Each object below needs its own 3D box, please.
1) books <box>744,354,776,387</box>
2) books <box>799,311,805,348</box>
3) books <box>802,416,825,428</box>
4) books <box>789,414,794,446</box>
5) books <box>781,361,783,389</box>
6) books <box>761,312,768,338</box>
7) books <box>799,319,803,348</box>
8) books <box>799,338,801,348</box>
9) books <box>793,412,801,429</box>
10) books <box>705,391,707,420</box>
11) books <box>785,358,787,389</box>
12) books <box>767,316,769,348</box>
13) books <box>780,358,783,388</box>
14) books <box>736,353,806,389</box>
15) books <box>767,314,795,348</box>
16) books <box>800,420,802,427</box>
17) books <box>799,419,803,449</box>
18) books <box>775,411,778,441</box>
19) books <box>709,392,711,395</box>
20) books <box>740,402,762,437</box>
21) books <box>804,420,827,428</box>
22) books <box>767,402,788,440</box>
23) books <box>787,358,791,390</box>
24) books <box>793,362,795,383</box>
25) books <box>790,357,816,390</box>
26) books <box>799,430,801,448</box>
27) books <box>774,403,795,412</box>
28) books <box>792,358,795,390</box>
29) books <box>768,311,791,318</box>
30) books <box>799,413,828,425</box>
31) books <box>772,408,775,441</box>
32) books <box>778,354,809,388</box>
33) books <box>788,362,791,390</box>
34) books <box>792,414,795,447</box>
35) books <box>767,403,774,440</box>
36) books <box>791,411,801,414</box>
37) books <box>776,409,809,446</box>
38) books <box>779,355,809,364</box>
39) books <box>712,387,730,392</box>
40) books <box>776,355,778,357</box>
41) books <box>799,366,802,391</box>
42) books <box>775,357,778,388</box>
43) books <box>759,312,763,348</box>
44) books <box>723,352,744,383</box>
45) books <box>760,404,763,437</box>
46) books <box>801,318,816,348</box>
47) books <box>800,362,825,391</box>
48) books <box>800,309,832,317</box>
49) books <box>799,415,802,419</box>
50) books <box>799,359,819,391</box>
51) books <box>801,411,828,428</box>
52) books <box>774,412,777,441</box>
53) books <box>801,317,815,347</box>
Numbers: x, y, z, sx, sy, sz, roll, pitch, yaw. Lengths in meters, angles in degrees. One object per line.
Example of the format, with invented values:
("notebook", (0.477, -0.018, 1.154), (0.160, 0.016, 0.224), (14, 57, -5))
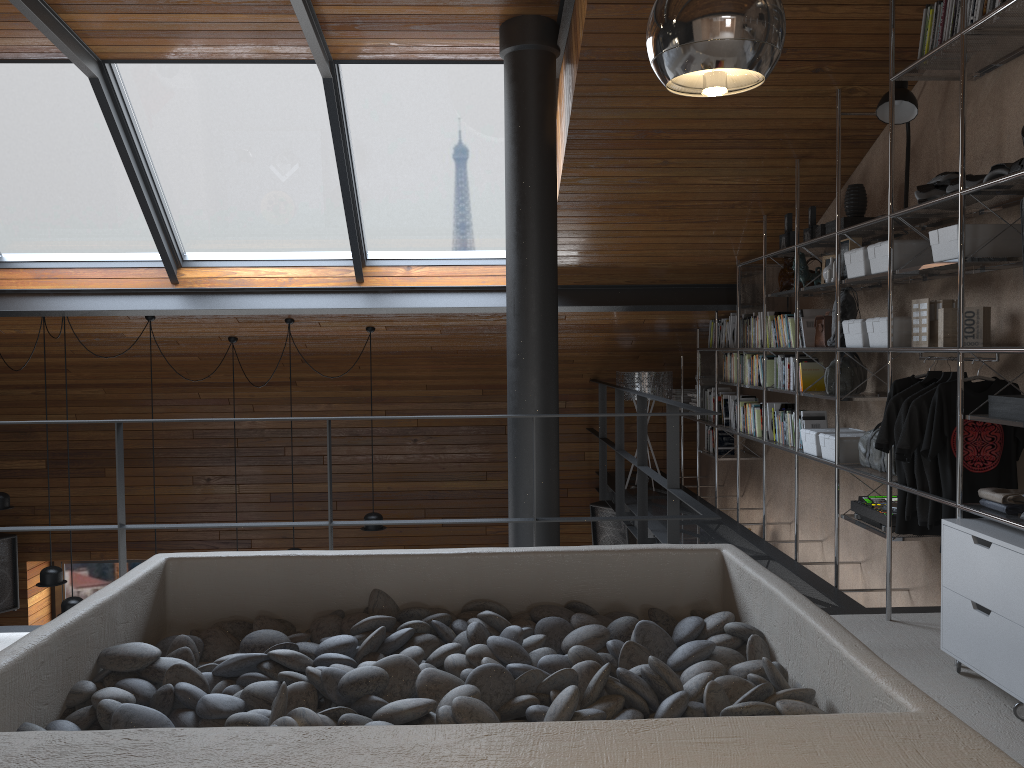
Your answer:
("books", (1.669, -0.091, 5.846), (0.139, 0.208, 0.494), (-1, 2, -2))
("books", (1.725, -0.312, 5.044), (0.161, 0.215, 0.092), (-1, 2, -2))
("books", (1.731, 0.279, 5.072), (0.129, 0.186, 0.050), (-1, 2, -2))
("books", (1.722, 0.271, 5.249), (0.148, 0.189, 0.053), (-1, 2, -2))
("books", (1.706, -0.055, 5.403), (0.130, 0.169, 0.010), (-1, 2, -2))
("books", (1.673, -0.346, 5.671), (0.148, 0.233, 0.053), (-1, 2, -2))
("books", (1.704, -0.289, 5.071), (0.119, 0.166, 0.072), (-1, 2, -2))
("books", (1.700, -0.303, 5.099), (0.127, 0.192, 0.079), (-1, 2, -2))
("books", (1.754, 0.264, 5.208), (0.191, 0.205, 0.055), (-1, 2, -2))
("books", (1.648, 0.173, 7.224), (0.148, 0.234, 0.013), (-1, 2, -2))
("books", (1.712, -0.064, 5.317), (0.148, 0.190, 0.013), (-1, 2, -2))
("books", (1.696, -0.331, 5.647), (0.149, 0.205, 0.049), (-1, 2, -3))
("books", (1.723, -0.067, 5.428), (0.160, 0.187, 0.021), (-1, 2, -2))
("books", (1.689, -0.096, 5.869), (0.138, 0.212, 1.040), (-1, 2, -2))
("books", (1.684, -0.318, 5.368), (0.139, 0.206, 0.497), (-1, 2, -2))
("books", (1.738, 0.284, 5.103), (0.148, 0.175, 0.046), (-1, 2, -2))
("books", (1.733, 0.286, 5.116), (0.146, 0.171, 0.054), (-1, 2, -2))
("books", (1.709, 0.255, 5.508), (0.137, 0.201, 0.047), (-1, 2, -2))
("books", (1.663, 0.178, 7.130), (0.160, 0.231, 0.021), (-1, 2, -2))
("books", (1.666, 0.234, 6.032), (0.139, 0.211, 0.467), (-1, 2, -2))
("books", (1.735, 0.290, 5.061), (0.130, 0.166, 0.046), (-1, 2, -2))
("books", (1.681, 0.234, 5.619), (0.148, 0.233, 0.053), (-1, 2, -2))
("books", (1.717, -0.063, 5.304), (0.148, 0.190, 0.013), (-1, 2, -2))
("books", (1.711, -0.045, 5.176), (0.130, 0.167, 0.046), (-1, 2, -2))
("books", (1.728, -0.064, 5.269), (0.146, 0.195, 0.023), (-1, 2, -2))
("books", (1.720, 0.287, 5.130), (0.130, 0.167, 0.046), (-1, 2, -2))
("books", (1.715, 0.238, 5.537), (0.148, 0.233, 0.053), (-1, 2, -2))
("books", (1.726, -0.060, 5.238), (0.148, 0.190, 0.013), (-1, 2, -2))
("books", (1.705, -0.345, 5.637), (0.148, 0.233, 0.053), (-1, 2, -2))
("books", (1.759, 0.266, 5.197), (0.192, 0.202, 0.055), (-1, 2, -2))
("books", (1.707, 0.251, 5.547), (0.149, 0.205, 0.049), (-1, 2, -3))
("books", (1.740, -0.079, 5.481), (0.191, 0.207, 0.012), (-1, 2, -2))
("books", (1.716, -0.048, 5.290), (0.143, 0.161, 0.019), (-1, 2, -2))
("books", (1.740, 0.273, 5.222), (0.169, 0.188, 0.058), (-1, 2, -2))
("books", (1.683, 0.236, 5.571), (0.148, 0.233, 0.053), (-1, 2, -2))
("books", (1.760, 0.262, 5.261), (0.207, 0.206, 0.053), (-1, 2, -2))
("books", (1.712, 0.261, 5.381), (0.136, 0.210, 0.273), (-1, 2, -2))
("books", (1.745, -0.077, 5.470), (0.192, 0.204, 0.012), (-1, 2, -2))
("books", (1.664, 0.162, 7.062), (0.143, 0.268, 0.020), (-1, 2, -2))
("books", (1.746, -0.081, 5.534), (0.207, 0.207, 0.010), (-1, 2, -2))
("books", (1.720, -0.033, 5.103), (0.131, 0.147, 0.045), (-1, 2, -2))
("books", (1.708, -0.072, 5.522), (0.148, 0.190, 0.013), (-1, 2, -2))
("books", (1.670, -0.348, 5.720), (0.148, 0.233, 0.053), (-1, 2, -2))
("books", (1.651, -0.123, 6.498), (0.130, 0.216, 0.311), (-1, 2, -2))
("books", (1.702, 0.237, 5.787), (0.155, 0.215, 0.055), (-1, 2, -2))
("books", (1.701, -0.289, 5.012), (0.112, 0.169, 0.068), (-1, 2, -2))
("books", (1.723, -0.040, 5.088), (0.129, 0.165, 0.056), (-1, 2, -2))
("books", (1.738, -0.324, 5.038), (0.177, 0.209, 0.082), (-1, 2, -2))
("books", (1.737, 0.276, 5.155), (0.160, 0.187, 0.060), (-1, 2, -2))
("books", (1.711, -0.053, 5.119), (0.129, 0.186, 0.050), (-1, 2, -2))
("books", (1.738, 0.263, 5.088), (0.143, 0.217, 0.066), (-1, 2, -2))
("books", (1.699, 0.264, 5.520), (0.131, 0.180, 0.042), (-1, 2, -2))
("books", (1.706, -0.292, 5.024), (0.117, 0.176, 0.074), (-1, 2, -2))
